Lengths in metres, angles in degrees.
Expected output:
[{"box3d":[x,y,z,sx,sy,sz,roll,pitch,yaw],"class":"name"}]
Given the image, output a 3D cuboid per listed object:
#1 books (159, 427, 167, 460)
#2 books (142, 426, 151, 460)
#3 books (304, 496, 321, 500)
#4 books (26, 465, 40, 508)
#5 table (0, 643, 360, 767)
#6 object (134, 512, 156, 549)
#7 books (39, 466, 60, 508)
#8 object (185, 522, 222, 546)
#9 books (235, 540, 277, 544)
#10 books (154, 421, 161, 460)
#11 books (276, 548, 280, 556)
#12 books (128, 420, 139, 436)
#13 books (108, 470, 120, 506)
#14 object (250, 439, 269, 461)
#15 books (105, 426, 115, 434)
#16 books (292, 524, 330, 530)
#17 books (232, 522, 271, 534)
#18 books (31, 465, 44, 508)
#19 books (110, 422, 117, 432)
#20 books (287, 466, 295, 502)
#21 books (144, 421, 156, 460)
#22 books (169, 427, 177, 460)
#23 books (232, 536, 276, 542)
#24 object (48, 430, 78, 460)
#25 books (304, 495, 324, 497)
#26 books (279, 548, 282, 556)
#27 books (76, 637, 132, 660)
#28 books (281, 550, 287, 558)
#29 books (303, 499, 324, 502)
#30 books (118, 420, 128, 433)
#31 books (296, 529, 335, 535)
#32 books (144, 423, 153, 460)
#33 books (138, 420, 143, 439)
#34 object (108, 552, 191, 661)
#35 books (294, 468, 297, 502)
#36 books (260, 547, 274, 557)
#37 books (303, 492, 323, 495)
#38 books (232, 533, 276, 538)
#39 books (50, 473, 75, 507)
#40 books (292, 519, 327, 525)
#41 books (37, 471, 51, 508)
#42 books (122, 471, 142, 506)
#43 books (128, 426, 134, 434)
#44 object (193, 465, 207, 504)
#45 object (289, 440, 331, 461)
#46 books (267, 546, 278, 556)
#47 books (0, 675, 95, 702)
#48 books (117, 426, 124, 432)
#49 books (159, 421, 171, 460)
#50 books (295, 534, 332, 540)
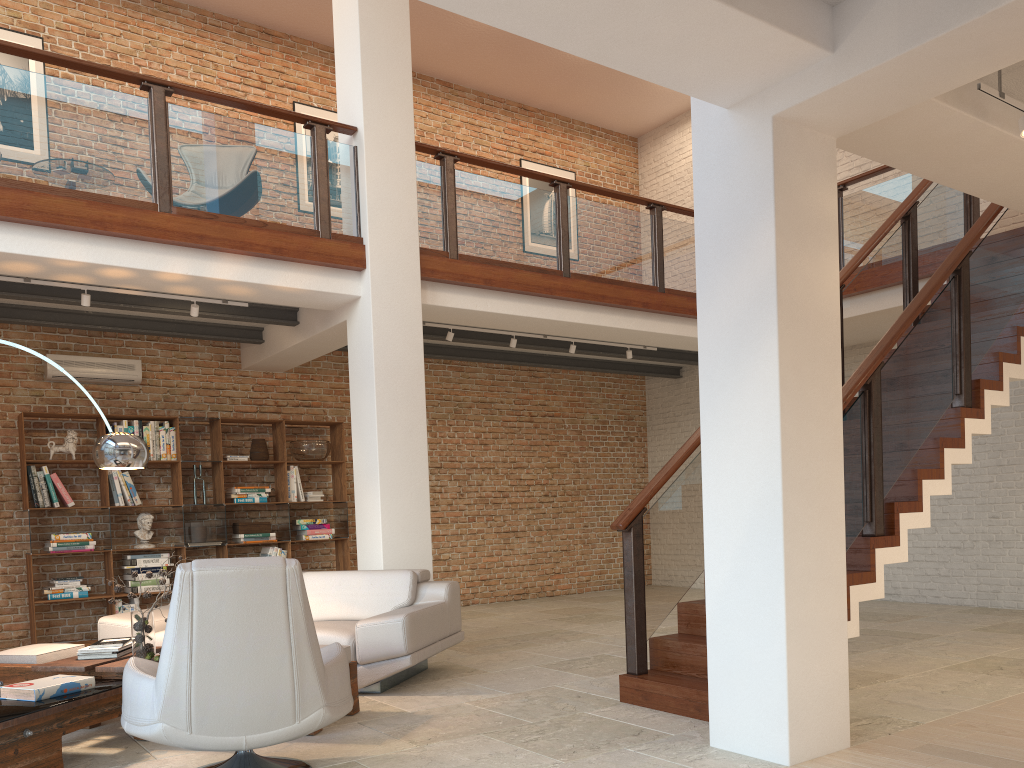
[{"box3d":[-3.419,0.591,8.469,0.055,0.328,0.256,-4,-1,-36],"class":"books"},{"box3d":[-3.536,0.581,8.375,0.055,0.328,0.256,-4,-1,-36],"class":"books"},{"box3d":[-2.143,1.230,9.372,0.132,0.033,0.208,2,-9,-25],"class":"books"},{"box3d":[-4.324,0.930,7.838,0.091,0.383,0.245,-3,0,-36],"class":"books"},{"box3d":[-2.173,1.684,4.618,2.211,0.426,1.985,-4,-8,15],"class":"table"},{"box3d":[-3.540,1.409,8.386,0.196,0.349,0.194,-2,0,-20],"class":"object"},{"box3d":[-4.204,0.938,7.918,0.121,0.380,0.245,-3,0,-36],"class":"books"},{"box3d":[-3.096,1.491,8.670,0.335,0.232,0.286,1,-5,-35],"class":"object"},{"box3d":[-2.655,1.633,9.032,0.356,0.020,0.275,4,-10,-37],"class":"books"},{"box3d":[-3.461,0.562,8.446,0.036,0.382,0.245,-4,0,-36],"class":"books"},{"box3d":[-2.512,1.895,9.133,0.097,0.353,0.273,-3,-1,-36],"class":"books"},{"box3d":[-3.608,0.550,8.329,0.036,0.382,0.245,-4,0,-36],"class":"books"},{"box3d":[-3.793,0.970,8.232,0.101,0.382,0.245,-3,0,-36],"class":"books"},{"box3d":[-2.604,0.684,8.978,0.193,0.232,0.194,-3,-2,12],"class":"object"},{"box3d":[-3.797,0.569,8.220,0.055,0.328,0.256,-4,-1,-36],"class":"books"},{"box3d":[-2.165,1.541,9.388,0.326,0.055,0.257,4,-10,-35],"class":"books"},{"box3d":[-2.685,1.486,8.994,0.335,0.118,0.215,3,-8,-35],"class":"books"},{"box3d":[-4.298,0.932,7.866,0.091,0.383,0.245,-3,0,-36],"class":"books"},{"box3d":[-3.765,0.556,8.241,0.020,0.357,0.273,-4,-1,-36],"class":"books"},{"box3d":[-2.363,1.061,9.218,0.036,0.382,0.245,-4,0,-36],"class":"books"},{"box3d":[-3.499,0.562,8.436,0.036,0.382,0.245,-4,0,-36],"class":"books"},{"box3d":[-3.353,0.599,8.543,0.055,0.328,0.256,-4,-1,-36],"class":"books"},{"box3d":[-2.675,1.605,9.034,0.380,0.036,0.246,5,-11,-40],"class":"books"},{"box3d":[-4.086,0.554,7.935,0.251,0.282,0.131,-1,0,-28],"class":"object"},{"box3d":[-2.140,1.205,9.379,0.171,0.018,0.239,3,-10,-32],"class":"books"},{"box3d":[-2.500,1.900,9.153,0.097,0.353,0.273,-3,-1,-36],"class":"books"},{"box3d":[-2.392,1.567,5.185,0.250,0.074,0.405,-2,-8,-3],"class":"books"},{"box3d":[-2.456,1.908,9.167,0.116,0.332,0.256,-3,-1,-36],"class":"books"},{"box3d":[-2.144,1.259,9.390,0.171,0.018,0.239,2,-9,-27],"class":"books"},{"box3d":[-3.688,0.546,8.279,0.036,0.382,0.245,-4,0,-36],"class":"books"},{"box3d":[-2.120,1.597,9.408,0.327,0.055,0.257,5,-11,-40],"class":"books"},{"box3d":[-3.514,0.572,8.408,0.020,0.357,0.273,-4,-1,-36],"class":"books"},{"box3d":[-3.584,0.554,8.359,0.036,0.382,0.245,-4,0,-36],"class":"books"},{"box3d":[-1.972,1.252,4.945,0.318,0.603,0.543,-2,-2,25],"class":"object"},{"box3d":[-2.345,1.077,9.243,0.020,0.357,0.273,-4,-1,-36],"class":"books"},{"box3d":[-2.597,1.884,9.090,0.162,0.371,0.245,-3,-1,-36],"class":"books"},{"box3d":[-2.145,1.177,9.370,0.207,0.033,0.132,-10,-11,44],"class":"books"},{"box3d":[-2.668,1.563,8.997,0.380,0.036,0.246,4,-10,-36],"class":"books"},{"box3d":[-4.141,0.978,7.992,0.194,0.317,0.256,-2,-2,-36],"class":"books"},{"box3d":[-2.181,1.484,9.376,0.326,0.055,0.257,2,-9,-25],"class":"books"},{"box3d":[-4.266,0.963,7.912,0.102,0.332,0.256,-3,-1,-36],"class":"books"},{"box3d":[-3.650,1.002,8.310,0.157,0.328,0.256,-2,-1,-36],"class":"books"},{"box3d":[-3.657,0.578,8.319,0.055,0.328,0.256,-4,-1,-36],"class":"books"},{"box3d":[-3.102,0.998,8.636,0.121,0.397,0.062,-3,2,-33],"class":"object"},{"box3d":[-2.162,0.727,9.345,0.439,0.217,0.439,-3,-6,6],"class":"object"},{"box3d":[-2.550,1.882,9.095,0.160,0.371,0.245,-3,-1,-36],"class":"books"},{"box3d":[-2.248,1.471,4.226,0.256,0.056,0.328,-6,-9,24],"class":"books"},{"box3d":[-3.723,0.570,8.250,0.055,0.328,0.256,-4,-1,-36],"class":"books"},{"box3d":[-3.384,0.567,8.501,0.036,0.382,0.245,-4,0,-36],"class":"books"},{"box3d":[-2.139,1.652,9.395,0.326,0.055,0.257,3,-10,-33],"class":"books"}]
